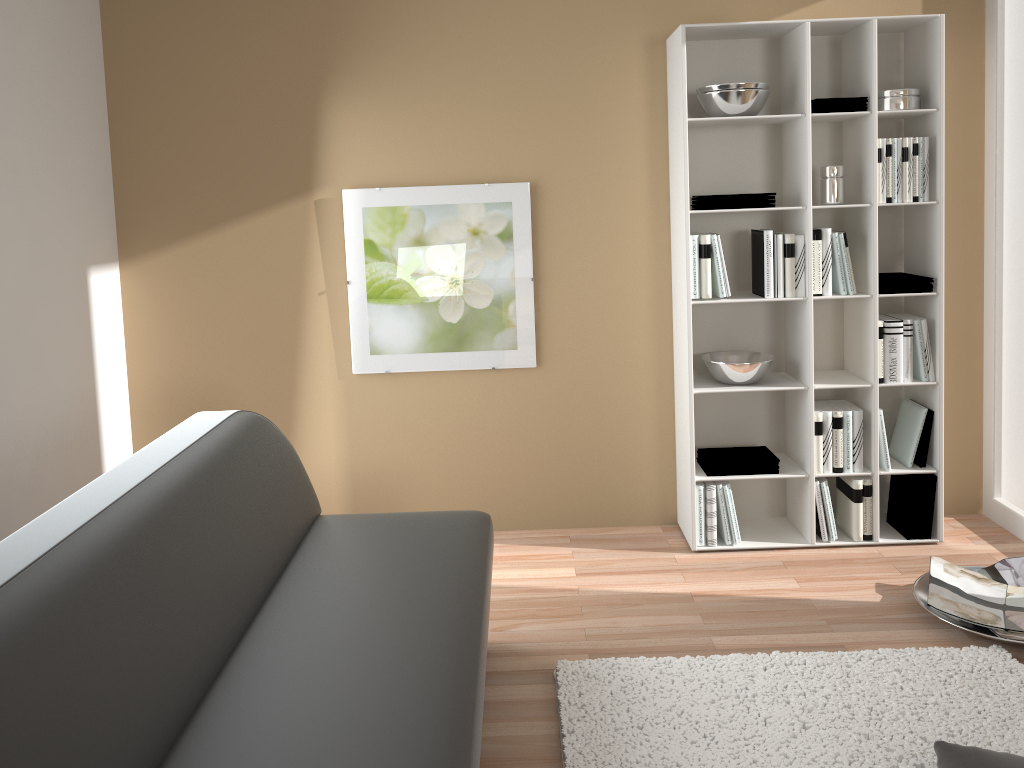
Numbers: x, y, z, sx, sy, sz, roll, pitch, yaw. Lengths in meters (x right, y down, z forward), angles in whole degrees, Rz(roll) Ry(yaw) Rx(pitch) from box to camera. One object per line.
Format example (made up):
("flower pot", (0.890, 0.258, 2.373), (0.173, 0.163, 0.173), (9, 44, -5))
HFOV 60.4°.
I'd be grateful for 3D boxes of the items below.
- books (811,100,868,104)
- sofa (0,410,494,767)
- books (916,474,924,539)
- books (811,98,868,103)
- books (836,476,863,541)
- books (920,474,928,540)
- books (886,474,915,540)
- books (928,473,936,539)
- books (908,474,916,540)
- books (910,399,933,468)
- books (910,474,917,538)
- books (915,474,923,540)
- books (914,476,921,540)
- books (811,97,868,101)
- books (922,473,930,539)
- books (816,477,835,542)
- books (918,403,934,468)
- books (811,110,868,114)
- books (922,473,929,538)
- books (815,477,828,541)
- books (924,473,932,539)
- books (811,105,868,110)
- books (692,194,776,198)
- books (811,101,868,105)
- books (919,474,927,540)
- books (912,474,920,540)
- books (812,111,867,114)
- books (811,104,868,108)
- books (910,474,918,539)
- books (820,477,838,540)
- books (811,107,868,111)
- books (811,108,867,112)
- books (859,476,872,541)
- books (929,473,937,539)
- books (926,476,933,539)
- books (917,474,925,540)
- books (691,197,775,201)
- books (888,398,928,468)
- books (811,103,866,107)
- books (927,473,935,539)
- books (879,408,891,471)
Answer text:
("books", (1.305, -1.157, 3.653), (0.210, 0.007, 0.302), (-3, 12, -4))
("sofa", (-0.540, 0.685, 1.893), (0.951, 0.823, 2.296), (-2, 11, 1))
("books", (1.687, 0.490, 3.740), (0.032, 0.271, 0.222), (-2, 7, 1))
("books", (1.301, -1.161, 3.649), (0.210, 0.007, 0.302), (-3, 12, -4))
("books", (1.433, 0.503, 3.734), (0.040, 0.255, 0.210), (-2, 8, 1))
("books", (1.703, 0.492, 3.739), (0.032, 0.266, 0.215), (-2, 7, 1))
("books", (1.649, 0.494, 3.740), (0.032, 0.266, 0.214), (-2, 7, 1))
("books", (1.736, 0.488, 3.740), (0.032, 0.271, 0.222), (-2, 7, 1))
("books", (1.654, 0.494, 3.739), (0.032, 0.266, 0.215), (-2, 7, 1))
("books", (1.720, 0.207, 3.747), (0.043, 0.240, 0.222), (-2, 8, 1))
("books", (1.659, 0.490, 3.743), (0.032, 0.267, 0.217), (-2, 7, 1))
("books", (1.681, 0.493, 3.740), (0.032, 0.266, 0.214), (-2, 7, 1))
("books", (1.676, 0.492, 3.740), (0.032, 0.266, 0.214), (-2, 7, 1))
("books", (1.302, -1.166, 3.648), (0.210, 0.006, 0.302), (-3, 12, -4))
("books", (1.714, 0.489, 3.743), (0.032, 0.267, 0.217), (-2, 7, 1))
("books", (1.307, 0.508, 3.737), (0.058, 0.255, 0.211), (-2, 8, 1))
("books", (1.728, 0.208, 3.747), (0.043, 0.235, 0.214), (-2, 8, 1))
("books", (1.304, -1.118, 3.656), (0.210, 0.006, 0.302), (-3, 12, -4))
("books", (1.709, 0.488, 3.743), (0.032, 0.267, 0.217), (-2, 7, 1))
("books", (1.281, 0.506, 3.741), (0.060, 0.257, 0.210), (-2, 7, 1))
("books", (1.720, 0.489, 3.738), (0.032, 0.269, 0.220), (-2, 7, 1))
("books", (1.303, -1.135, 3.653), (0.210, 0.006, 0.302), (-3, 12, -4))
("books", (0.919, -0.781, 3.660), (0.297, 0.007, 0.214), (-2, 12, 0))
("books", (1.306, -1.152, 3.653), (0.210, 0.007, 0.302), (-3, 12, -4))
("books", (1.698, 0.492, 3.740), (0.032, 0.266, 0.214), (-2, 7, 1))
("books", (1.670, 0.491, 3.738), (0.032, 0.269, 0.220), (-2, 7, 1))
("books", (1.302, -1.114, 3.657), (0.210, 0.007, 0.302), (-3, 12, -4))
("books", (1.303, -1.140, 3.653), (0.210, 0.006, 0.302), (-3, 12, -4))
("books", (1.664, 0.490, 3.743), (0.032, 0.267, 0.217), (-2, 7, 1))
("books", (1.325, 0.502, 3.752), (0.058, 0.255, 0.211), (-2, 8, 1))
("books", (1.303, -1.130, 3.657), (0.210, 0.006, 0.302), (-3, 12, -6))
("books", (1.303, -1.124, 3.656), (0.210, 0.006, 0.302), (-3, 12, -4))
("books", (1.473, 0.500, 3.738), (0.040, 0.255, 0.210), (-2, 8, 1))
("books", (1.742, 0.490, 3.740), (0.032, 0.266, 0.214), (-2, 7, 1))
("books", (1.726, 0.491, 3.740), (0.032, 0.266, 0.214), (-2, 7, 1))
("books", (1.693, 0.492, 3.740), (0.032, 0.266, 0.214), (-2, 7, 1))
("books", (0.917, -0.771, 3.665), (0.297, 0.007, 0.214), (-2, 12, 0))
("books", (1.685, 0.205, 3.750), (0.085, 0.243, 0.211), (-2, 8, 1))
("books", (1.301, -1.146, 3.654), (0.210, 0.006, 0.302), (-3, 12, -3))
("books", (1.731, 0.491, 3.740), (0.032, 0.266, 0.214), (-2, 7, 1))
("books", (1.532, 0.213, 3.718), (0.060, 0.257, 0.210), (-2, 7, 1))
